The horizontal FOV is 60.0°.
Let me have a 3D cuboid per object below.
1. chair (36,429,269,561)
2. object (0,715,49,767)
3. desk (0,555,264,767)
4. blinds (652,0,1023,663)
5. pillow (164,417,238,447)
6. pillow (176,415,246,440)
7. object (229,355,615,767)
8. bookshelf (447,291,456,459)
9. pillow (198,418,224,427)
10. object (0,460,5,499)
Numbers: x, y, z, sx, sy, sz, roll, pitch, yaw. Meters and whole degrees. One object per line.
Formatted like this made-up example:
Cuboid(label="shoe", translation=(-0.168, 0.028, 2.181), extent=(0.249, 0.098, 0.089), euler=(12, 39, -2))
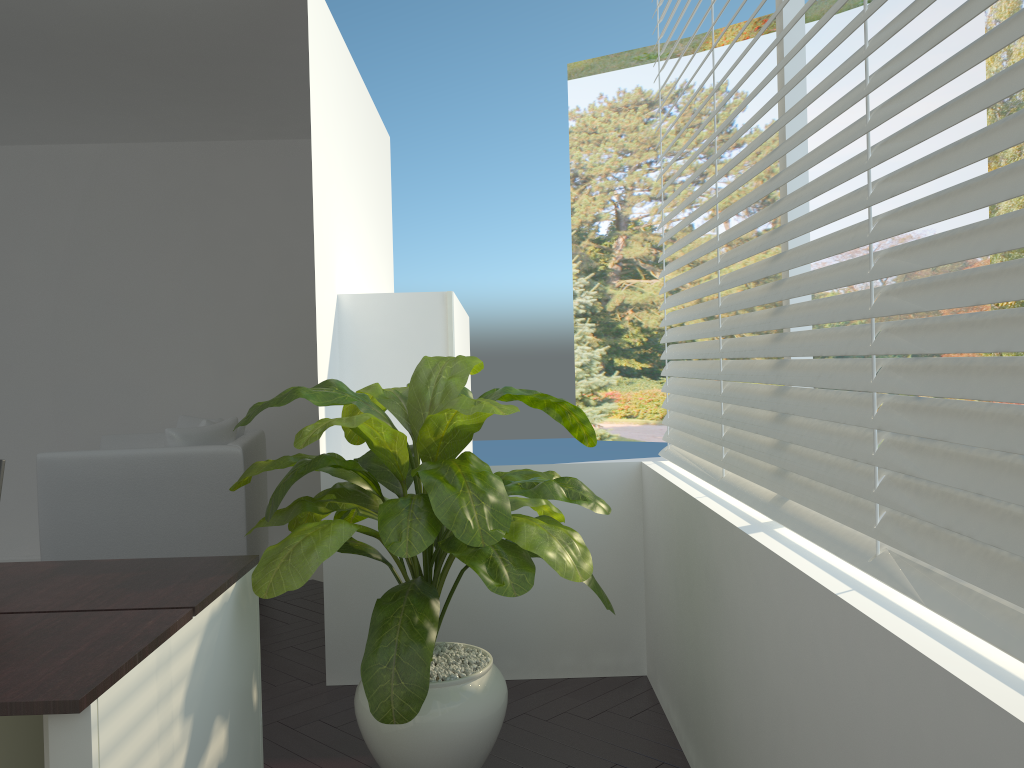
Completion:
Cuboid(label="chair", translation=(-1.847, 0.696, 4.749), extent=(0.944, 0.816, 1.156), euler=(-2, 1, -10))
Cuboid(label="object", translation=(-0.857, 0.817, 1.682), extent=(0.327, 0.675, 0.605), euler=(-1, 1, -1))
Cuboid(label="desk", translation=(-1.534, 0.820, 1.764), extent=(1.813, 0.698, 0.975), euler=(-2, 1, -1))
Cuboid(label="blinds", translation=(0.480, -1.813, 1.261), extent=(1.219, 4.265, 3.919), euler=(-1, 1, 18))
Cuboid(label="pillow", translation=(-1.590, 0.416, 4.504), extent=(0.257, 0.473, 0.465), euler=(-1, 1, 27))
Cuboid(label="pillow", translation=(-1.755, 0.433, 5.110), extent=(0.496, 0.504, 0.235), euler=(-1, 1, 20))
Cuboid(label="object", translation=(-0.233, 0.517, 2.504), extent=(1.026, 1.198, 1.121), euler=(-2, 1, -22))
Cuboid(label="bookshelf", translation=(-0.501, 0.292, 4.748), extent=(0.501, 1.496, 2.100), euler=(-1, 1, -1))
Cuboid(label="pillow", translation=(-1.672, 0.412, 4.805), extent=(0.255, 0.467, 0.532), euler=(-2, 1, -10))
Cuboid(label="object", translation=(-1.354, 0.318, 1.894), extent=(0.380, 0.288, 0.320), euler=(-1, 1, 24))
